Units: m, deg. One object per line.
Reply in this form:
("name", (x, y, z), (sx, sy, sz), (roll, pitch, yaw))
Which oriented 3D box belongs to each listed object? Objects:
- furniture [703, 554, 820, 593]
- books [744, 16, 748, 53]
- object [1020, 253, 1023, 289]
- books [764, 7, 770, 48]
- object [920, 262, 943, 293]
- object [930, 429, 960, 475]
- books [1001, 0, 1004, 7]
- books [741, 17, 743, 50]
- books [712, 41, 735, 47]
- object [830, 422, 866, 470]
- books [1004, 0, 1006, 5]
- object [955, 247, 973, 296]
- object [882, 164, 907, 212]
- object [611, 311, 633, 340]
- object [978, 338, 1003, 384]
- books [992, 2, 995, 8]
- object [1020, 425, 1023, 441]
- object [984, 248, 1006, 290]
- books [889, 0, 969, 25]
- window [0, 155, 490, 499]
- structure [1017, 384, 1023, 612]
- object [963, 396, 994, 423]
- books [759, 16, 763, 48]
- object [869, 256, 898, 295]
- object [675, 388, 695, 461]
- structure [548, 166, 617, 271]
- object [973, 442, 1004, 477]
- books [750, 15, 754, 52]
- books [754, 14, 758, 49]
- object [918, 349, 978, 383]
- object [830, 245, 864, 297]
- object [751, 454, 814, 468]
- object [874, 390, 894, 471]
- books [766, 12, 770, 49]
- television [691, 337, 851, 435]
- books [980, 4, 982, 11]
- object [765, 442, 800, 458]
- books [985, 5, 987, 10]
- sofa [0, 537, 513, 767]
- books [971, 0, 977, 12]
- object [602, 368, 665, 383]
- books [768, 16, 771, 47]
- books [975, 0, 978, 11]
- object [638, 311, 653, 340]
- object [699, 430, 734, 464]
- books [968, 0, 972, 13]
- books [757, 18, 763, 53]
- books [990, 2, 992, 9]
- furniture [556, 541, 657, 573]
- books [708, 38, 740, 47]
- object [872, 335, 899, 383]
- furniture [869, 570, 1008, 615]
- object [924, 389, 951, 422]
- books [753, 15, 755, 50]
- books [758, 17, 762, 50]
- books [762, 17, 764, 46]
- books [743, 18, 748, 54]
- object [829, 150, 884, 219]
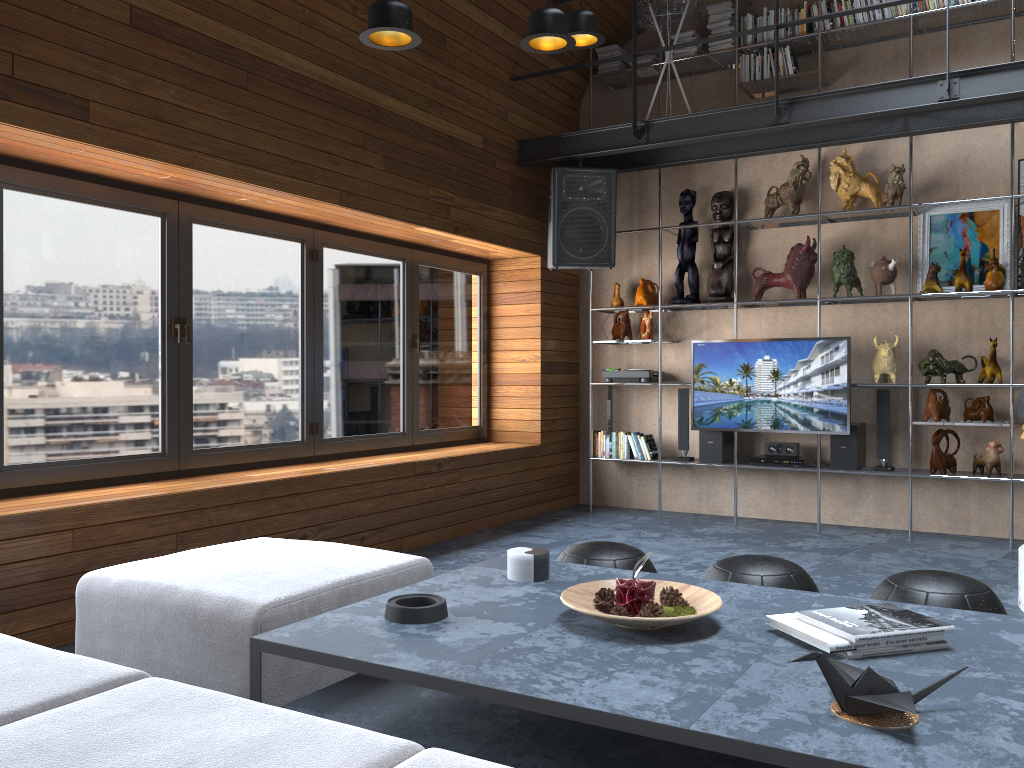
("furniture", (0.786, 0.781, 2.827), (0.402, 0.462, 0.401), (0, 0, -39))
("books", (1.690, -2.476, 6.323), (0.018, 0.232, 0.169), (0, 0, 31))
("object", (3.195, -0.695, 5.445), (0.126, 0.249, 0.253), (0, 0, 36))
("books", (1.801, -2.494, 6.249), (0.020, 0.268, 0.143), (0, 0, 31))
("object", (2.732, -0.673, 5.732), (0.137, 0.207, 0.272), (0, 0, 34))
("object", (2.755, 0.432, 5.667), (0.249, 0.290, 0.114), (0, 0, -34))
("books", (3.023, -2.460, 5.500), (0.049, 0.205, 0.149), (0, 0, 30))
("books", (1.657, -2.477, 6.323), (0.013, 0.234, 0.148), (0, 0, 31))
("books", (1.557, -2.420, 6.412), (0.161, 0.013, 0.217), (0, 0, 31))
("object", (2.282, 0.420, 6.022), (0.175, 0.303, 0.343), (0, 0, 31))
("books", (3.024, -2.474, 5.480), (0.053, 0.233, 0.148), (0, 0, 31))
("object", (2.875, -0.712, 5.637), (0.097, 0.290, 0.290), (0, 0, 29))
("object", (2.495, -1.277, 5.779), (0.131, 0.280, 0.208), (0, 0, 13))
("object", (0.841, -0.445, 6.840), (0.116, 0.229, 0.233), (0, 0, -19))
("object", (2.996, -0.144, 5.570), (0.097, 0.290, 0.290), (0, 0, 11))
("books", (2.979, -2.464, 5.527), (0.049, 0.216, 0.137), (0, 0, 31))
("object", (3.276, 0.393, 5.384), (0.375, 0.363, 0.170), (0, 0, -4))
("object", (3.009, -0.705, 5.532), (0.123, 0.270, 0.227), (0, 0, 31))
("books", (2.670, -2.460, 5.691), (0.467, 0.211, 0.139), (0, 0, 30))
("window", (-1.667, -0.241, 4.425), (0.101, 1.522, 5.936), (0, 0, 31))
("structure", (3.040, -1.842, 3.621), (1.689, 5.700, 1.197), (0, 0, 31))
("object", (2.925, 0.157, 5.568), (0.105, 0.168, 0.210), (0, 0, -19))
("books", (1.774, -2.465, 6.260), (0.018, 0.210, 0.146), (0, 0, 31))
("object", (2.436, -0.703, 5.813), (0.164, 0.266, 0.237), (0, 0, -43))
("object", (1.279, 0.299, 6.558), (0.112, 0.533, 0.112), (0, 0, 31))
("structure", (0.472, -1.174, 6.376), (0.461, 0.735, 0.488), (0, 0, -9))
("object", (2.958, 0.465, 5.544), (0.119, 0.220, 0.212), (0, 0, -25))
("books", (1.719, -2.477, 6.300), (0.013, 0.234, 0.148), (0, 0, 31))
("books", (1.744, -2.475, 6.284), (0.021, 0.231, 0.160), (0, 0, 31))
("object", (2.761, -0.112, 5.683), (0.403, 0.221, 0.192), (0, 0, -22))
("object", (2.241, -0.748, 5.942), (0.255, 0.356, 0.167), (0, 0, -40))
("object", (1.897, 0.541, 6.226), (0.360, 0.058, 0.325), (0, 0, 31))
("object", (2.458, 0.304, 5.859), (0.112, 0.533, 0.112), (0, 0, 31))
("books", (1.811, -2.475, 6.234), (0.010, 0.231, 0.129), (0, 0, 31))
("television", (1.752, 0.010, 6.046), (1.075, 0.638, 0.115), (0, 0, 31))
("books", (2.922, -2.453, 5.564), (0.047, 0.197, 0.126), (0, 0, 31))
("object", (1.894, 0.462, 6.222), (0.223, 0.101, 0.080), (0, 0, 31))
("books", (2.949, -2.463, 5.559), (0.049, 0.216, 0.137), (0, 0, 31))
("sofa", (-0.353, 0.675, 1.768), (4.035, 0.693, 2.205), (0, 0, 31))
("books", (2.894, -2.466, 5.588), (0.055, 0.215, 0.155), (0, 0, 31))
("object", (0.922, -0.068, 6.803), (0.404, 0.114, 0.320), (0, 0, 31))
("books", (1.821, -2.462, 6.231), (0.010, 0.206, 0.130), (0, 0, 31))
("books", (2.907, -2.459, 5.571), (0.054, 0.203, 0.123), (0, 0, 31))
("object", (1.017, -0.440, 6.742), (0.060, 0.223, 0.267), (0, 0, -14))
("object", (1.505, 0.417, 6.483), (0.175, 0.303, 0.343), (0, 0, 31))
("books", (2.874, -2.469, 5.591), (0.054, 0.220, 0.117), (0, 0, 31))
("books", (1.754, -2.463, 6.271), (0.010, 0.206, 0.130), (0, 0, 31))
("books", (2.968, -2.459, 5.534), (0.051, 0.205, 0.131), (0, 0, 31))
("furniture", (0.317, 0.779, 3.066), (0.402, 0.462, 0.401), (0, 0, -19))
("books", (1.552, -2.434, 6.407), (0.182, 0.016, 0.252), (0, 0, 35))
("object", (2.446, -0.159, 5.838), (0.154, 0.310, 0.325), (0, 0, 16))
("furniture", (1.241, 0.783, 2.596), (0.401, 0.462, 0.402), (0, 0, -44))
("object", (2.743, 0.136, 5.702), (0.217, 0.214, 0.108), (0, 0, -34))
("books", (1.736, -2.477, 6.303), (0.013, 0.234, 0.148), (0, 0, 31))
("books", (1.756, -2.462, 6.256), (0.010, 0.208, 0.130), (0, 0, 31))
("books", (1.788, -2.468, 6.257), (0.010, 0.217, 0.148), (0, 0, 31))
("books", (1.680, -2.477, 6.336), (0.013, 0.234, 0.148), (0, 0, 31))
("object", (2.341, -1.372, 6.030), (0.328, 0.458, 0.215), (0, 0, 36))
